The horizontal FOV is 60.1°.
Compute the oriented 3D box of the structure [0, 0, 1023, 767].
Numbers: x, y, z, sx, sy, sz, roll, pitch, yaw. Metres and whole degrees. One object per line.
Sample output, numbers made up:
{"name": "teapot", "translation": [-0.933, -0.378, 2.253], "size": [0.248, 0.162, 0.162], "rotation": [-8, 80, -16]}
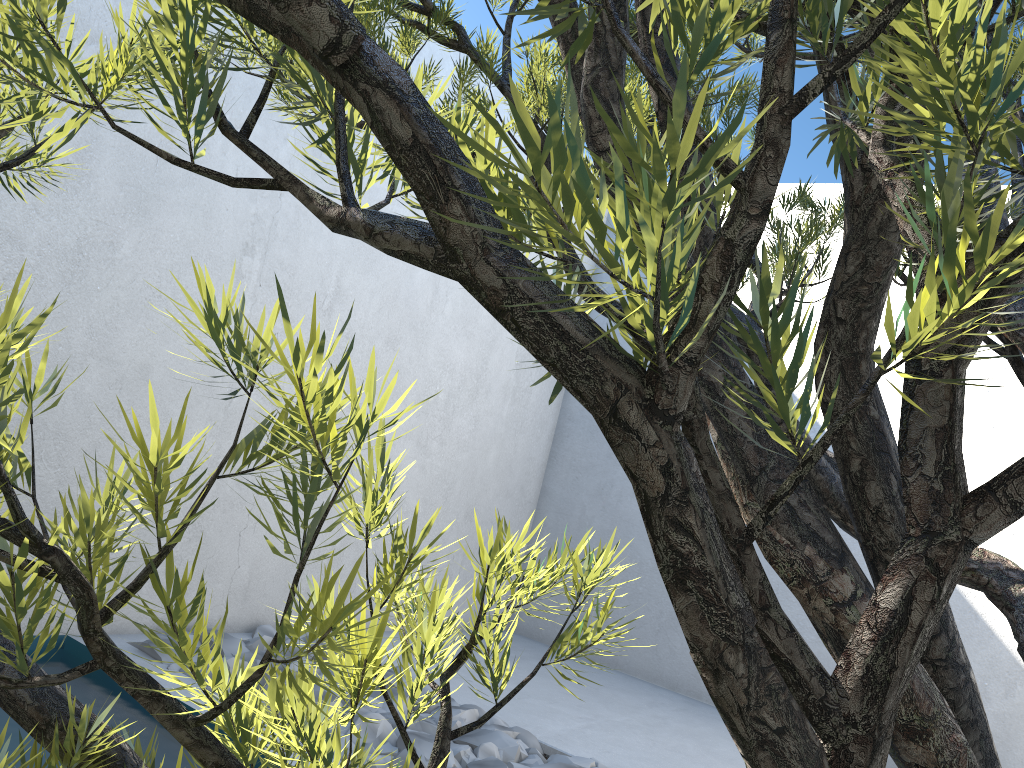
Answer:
{"name": "structure", "translation": [0.846, -0.341, 0.647], "size": [2.504, 3.458, 2.613], "rotation": [12, -4, 28]}
